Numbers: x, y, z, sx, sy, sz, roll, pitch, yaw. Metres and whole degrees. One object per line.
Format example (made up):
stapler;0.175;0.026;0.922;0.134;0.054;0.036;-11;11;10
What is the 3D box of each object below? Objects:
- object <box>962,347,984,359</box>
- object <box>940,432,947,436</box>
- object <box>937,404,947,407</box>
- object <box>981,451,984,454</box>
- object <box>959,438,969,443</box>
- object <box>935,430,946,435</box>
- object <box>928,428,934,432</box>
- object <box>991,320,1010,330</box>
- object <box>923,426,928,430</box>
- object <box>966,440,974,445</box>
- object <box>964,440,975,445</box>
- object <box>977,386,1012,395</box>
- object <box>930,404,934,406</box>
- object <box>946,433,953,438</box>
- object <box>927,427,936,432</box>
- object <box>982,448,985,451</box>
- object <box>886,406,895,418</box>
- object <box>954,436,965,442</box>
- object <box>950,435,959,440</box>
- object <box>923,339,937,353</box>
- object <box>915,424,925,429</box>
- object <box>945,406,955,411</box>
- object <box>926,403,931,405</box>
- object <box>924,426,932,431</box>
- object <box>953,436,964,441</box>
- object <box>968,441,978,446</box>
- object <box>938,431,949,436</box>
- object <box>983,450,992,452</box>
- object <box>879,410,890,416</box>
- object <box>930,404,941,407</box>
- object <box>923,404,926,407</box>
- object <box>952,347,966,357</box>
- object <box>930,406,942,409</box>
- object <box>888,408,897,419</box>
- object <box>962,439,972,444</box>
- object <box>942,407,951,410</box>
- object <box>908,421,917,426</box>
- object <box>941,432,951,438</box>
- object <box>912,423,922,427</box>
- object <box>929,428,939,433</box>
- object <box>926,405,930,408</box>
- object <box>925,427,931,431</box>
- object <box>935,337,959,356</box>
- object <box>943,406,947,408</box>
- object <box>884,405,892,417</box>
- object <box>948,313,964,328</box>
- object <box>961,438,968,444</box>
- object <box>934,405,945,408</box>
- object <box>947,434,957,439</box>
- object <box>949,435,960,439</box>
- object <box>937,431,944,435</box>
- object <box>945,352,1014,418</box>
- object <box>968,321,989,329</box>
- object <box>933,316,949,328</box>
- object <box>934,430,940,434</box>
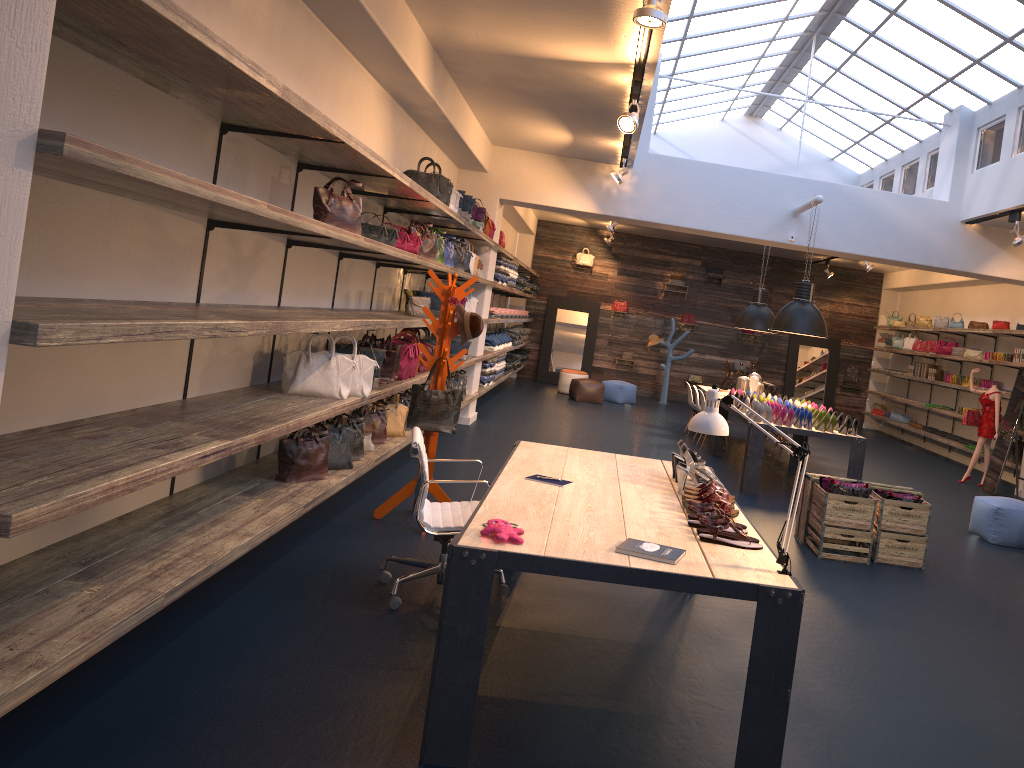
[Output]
object;7.741;-0.519;14.606;0.336;0.174;0.249;12;5;43
object;7.696;0.901;15.428;0.187;0.087;0.065;8;2;-2
object;7.860;0.408;15.914;0.219;0.053;0.091;11;5;32
object;7.308;1.068;13.388;0.239;0.058;0.082;8;3;-7
object;7.616;0.963;14.607;0.179;0.087;0.068;10;2;15
object;7.717;0.885;15.636;0.187;0.087;0.065;8;2;-2
object;7.751;0.858;15.986;0.187;0.087;0.065;8;2;-2
object;7.673;-0.916;13.624;0.257;0.149;0.122;11;3;36
object;7.778;0.837;16.261;0.187;0.087;0.065;8;2;-2
object;7.588;0.984;14.332;0.176;0.087;0.070;10;2;24
object;7.595;0.979;14.400;0.176;0.087;0.069;10;2;22
object;7.608;0.130;13.274;0.481;0.060;1.526;9;5;4
object;7.705;0.398;15.783;0.233;0.068;0.084;9;3;4
object;7.671;0.921;15.165;0.176;0.087;0.070;10;3;24
object;7.757;0.853;16.053;0.187;0.087;0.065;8;2;-2
object;7.391;1.039;13.532;0.235;0.063;0.084;9;3;2
object;7.986;0.591;18.266;0.191;0.279;0.062;9;0;21
object;7.637;0.947;14.823;0.172;0.087;0.071;12;4;42
object;7.650;0.936;14.958;0.174;0.087;0.070;11;3;32
object;7.835;-0.705;16.242;0.144;0.249;0.299;8;3;-25
object;7.788;0.816;16.524;0.218;0.082;0.230;8;5;-9
object;7.857;0.435;15.612;0.251;0.067;0.079;6;4;-24
object;7.687;0.386;15.876;0.235;0.063;0.084;9;3;2
object;7.772;0.843;16.194;0.187;0.087;0.065;8;2;-2
object;7.643;0.941;14.890;0.173;0.087;0.071;12;3;37
object;7.582;0.989;14.263;0.174;0.087;0.070;11;3;28
object;7.702;0.895;15.495;0.187;0.087;0.065;8;2;-2
object;7.409;1.051;13.437;0.233;0.068;0.084;9;3;4
object;7.999;0.638;18.631;0.204;0.118;0.097;11;3;36
object;7.670;0.399;15.695;0.233;0.064;0.086;9;3;4
object;7.629;0.401;15.918;0.239;0.058;0.082;8;3;-7
object;7.797;-0.561;15.143;0.112;0.175;0.249;7;3;-36
object;7.587;0.428;15.552;0.239;0.058;0.082;8;3;-7
object;7.969;0.602;18.120;0.187;0.279;0.063;9;1;31
object;7.602;0.973;14.470;0.176;0.087;0.069;10;2;22
object;7.756;0.452;15.564;0.239;0.058;0.082;8;3;-7
object;7.895;0.784;17.047;0.206;0.082;0.243;9;5;13
object;7.689;0.906;15.359;0.187;0.087;0.065;8;2;-2
object;7.853;0.802;16.786;0.218;0.082;0.229;8;5;-9
object;7.744;0.864;15.916;0.187;0.087;0.065;8;2;-2
object;7.605;0.414;15.733;0.239;0.058;0.082;8;3;-7
object;7.765;0.848;16.124;0.187;0.087;0.065;8;2;-2
object;7.866;-0.680;15.687;0.354;0.337;0.293;8;2;-11
object;7.839;0.424;15.707;0.250;0.073;0.080;6;3;-25
object;7.996;0.581;18.397;0.187;0.279;0.063;9;1;31
object;7.872;-1.111;15.352;0.256;0.282;0.103;10;1;36
object;7.609;0.968;14.540;0.180;0.087;0.068;9;2;13
object;7.687;0.411;15.600;0.234;0.067;0.085;9;3;4
object;7.664;0.926;15.098;0.174;0.087;0.070;11;3;29
object;7.658;0.931;15.029;0.174;0.087;0.070;11;3;32
object;7.710;0.890;15.566;0.187;0.087;0.065;8;2;-2
object;7.782;0.016;14.578;0.454;1.133;2.699;9;4;5
object;7.794;-0.968;14.454;0.351;0.141;0.415;9;5;13
object;7.927;-1.136;16.017;0.255;0.230;0.085;11;2;44
object;7.723;0.880;15.703;0.187;0.087;0.065;8;2;-2
